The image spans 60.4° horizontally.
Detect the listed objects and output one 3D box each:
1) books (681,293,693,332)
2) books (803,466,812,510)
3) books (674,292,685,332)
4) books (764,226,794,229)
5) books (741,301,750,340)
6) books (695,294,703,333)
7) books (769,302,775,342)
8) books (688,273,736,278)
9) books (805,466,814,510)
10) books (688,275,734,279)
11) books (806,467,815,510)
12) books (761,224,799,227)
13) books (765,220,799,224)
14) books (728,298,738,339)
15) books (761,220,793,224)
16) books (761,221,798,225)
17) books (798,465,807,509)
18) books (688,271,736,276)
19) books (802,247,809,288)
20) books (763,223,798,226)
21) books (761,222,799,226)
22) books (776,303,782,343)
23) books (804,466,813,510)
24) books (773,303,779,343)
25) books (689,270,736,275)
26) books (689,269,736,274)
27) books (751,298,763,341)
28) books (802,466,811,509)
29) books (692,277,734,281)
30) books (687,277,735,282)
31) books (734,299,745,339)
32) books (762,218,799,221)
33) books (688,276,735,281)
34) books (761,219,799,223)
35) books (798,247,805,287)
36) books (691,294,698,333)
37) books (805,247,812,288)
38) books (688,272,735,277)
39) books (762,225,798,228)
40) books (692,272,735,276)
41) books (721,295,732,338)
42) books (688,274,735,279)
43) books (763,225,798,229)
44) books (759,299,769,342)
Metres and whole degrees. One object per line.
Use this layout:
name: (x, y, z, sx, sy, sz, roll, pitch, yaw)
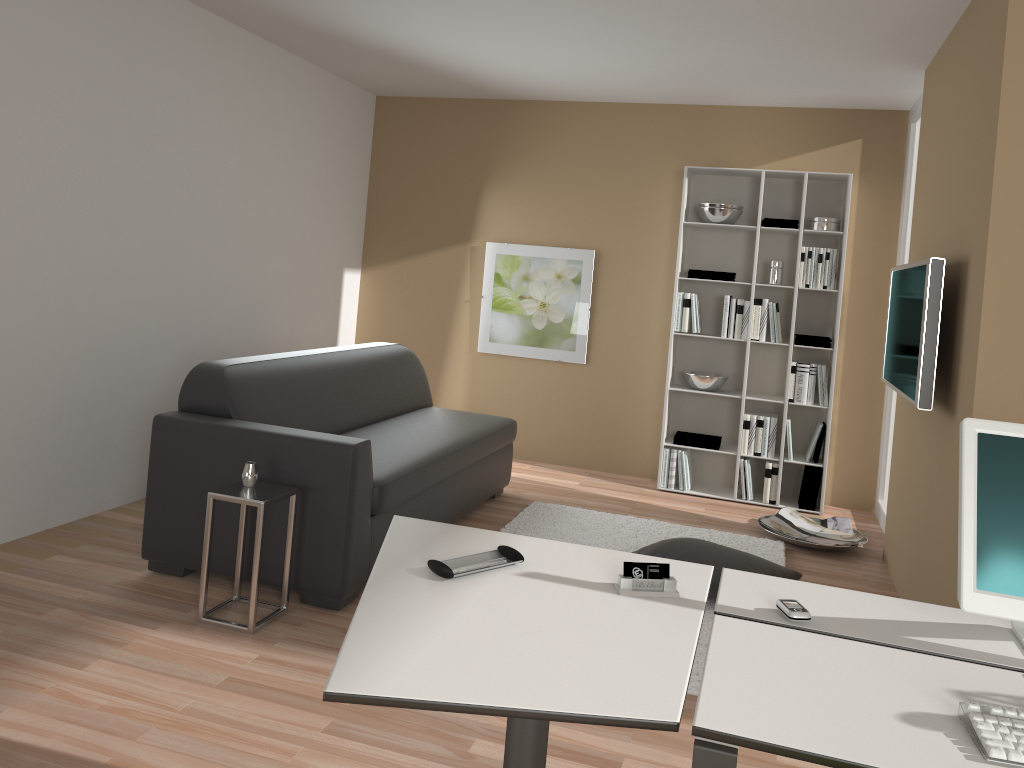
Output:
books: (1.173, -0.479, 5.889, 0.040, 0.258, 0.208, 5, 3, 16)
books: (1.893, 0.651, 5.645, 0.032, 0.268, 0.211, 5, 3, 16)
books: (1.130, -0.485, 5.908, 0.040, 0.258, 0.208, 5, 3, 16)
books: (1.750, -1.015, 5.779, 0.211, 0.007, 0.299, 6, 7, 11)
books: (1.540, -0.422, 5.789, 0.040, 0.251, 0.208, 5, 3, 16)
books: (1.247, -0.472, 5.881, 0.058, 0.257, 0.208, 5, 3, 16)
books: (1.697, -0.406, 5.749, 0.060, 0.259, 0.208, 5, 3, 16)
books: (1.334, -0.722, 5.869, 0.298, 0.006, 0.211, 7, 7, 16)
books: (1.903, 0.650, 5.642, 0.032, 0.273, 0.219, 5, 3, 16)
books: (1.330, -0.712, 5.870, 0.298, 0.007, 0.211, 7, 7, 15)
books: (1.909, 0.653, 5.641, 0.032, 0.268, 0.211, 5, 3, 16)
books: (1.753, -1.032, 5.780, 0.210, 0.007, 0.299, 6, 7, 9)
books: (1.758, -1.053, 5.777, 0.211, 0.008, 0.299, 6, 7, 11)
books: (1.460, -0.435, 5.811, 0.040, 0.258, 0.208, 5, 3, 16)
books: (1.758, -1.058, 5.777, 0.211, 0.008, 0.299, 6, 7, 11)
books: (1.752, -1.048, 5.778, 0.211, 0.006, 0.299, 7, 7, 12)
books: (1.867, 0.648, 5.653, 0.032, 0.268, 0.211, 5, 3, 16)
books: (1.336, -0.739, 5.873, 0.298, 0.008, 0.211, 7, 7, 16)
books: (1.892, -0.751, 5.686, 0.020, 0.258, 0.208, 5, 3, 16)
books: (1.753, -1.037, 5.776, 0.211, 0.006, 0.299, 6, 7, 11)
books: (1.753, -1.042, 5.776, 0.211, 0.006, 0.299, 6, 7, 11)
books: (1.742, -0.402, 5.747, 0.058, 0.257, 0.208, 5, 3, 16)
books: (1.898, 0.652, 5.644, 0.032, 0.268, 0.211, 5, 3, 16)
books: (1.721, -0.400, 5.737, 0.058, 0.257, 0.208, 5, 3, 16)
books: (1.338, -0.744, 5.867, 0.298, 0.007, 0.211, 7, 7, 16)
books: (1.339, -0.749, 5.868, 0.298, 0.006, 0.211, 7, 7, 16)
books: (1.607, -0.424, 5.778, 0.053, 0.272, 0.208, 5, 3, 16)
books: (1.887, 0.648, 5.645, 0.032, 0.272, 0.217, 5, 3, 16)
books: (1.331, -0.700, 5.870, 0.298, 0.006, 0.211, 7, 7, 16)
books: (1.329, -0.695, 5.869, 0.298, 0.007, 0.211, 7, 7, 16)
books: (1.499, -0.429, 5.794, 0.040, 0.258, 0.208, 5, 3, 16)
books: (1.755, -1.069, 5.774, 0.211, 0.006, 0.299, 6, 7, 11)
books: (1.331, -0.706, 5.869, 0.298, 0.006, 0.211, 7, 7, 16)
books: (1.753, -1.064, 5.775, 0.211, 0.007, 0.299, 6, 7, 11)
books: (1.870, -0.753, 5.685, 0.020, 0.258, 0.208, 5, 3, 16)
books: (1.221, -0.474, 5.877, 0.060, 0.259, 0.208, 5, 3, 17)
books: (1.912, -0.748, 5.677, 0.020, 0.258, 0.208, 5, 3, 16)
books: (1.333, -0.728, 5.868, 0.298, 0.006, 0.211, 7, 7, 18)
books: (1.752, -1.026, 5.778, 0.211, 0.006, 0.299, 6, 7, 11)
books: (1.335, -0.734, 5.872, 0.298, 0.008, 0.211, 7, 7, 16)
books: (1.421, -0.448, 5.823, 0.040, 0.275, 0.208, 5, 3, 16)
books: (1.334, -0.717, 5.869, 0.298, 0.006, 0.211, 7, 7, 16)
books: (1.752, -1.020, 5.778, 0.211, 0.006, 0.299, 6, 7, 11)
books: (1.653, -0.421, 5.766, 0.040, 0.275, 0.208, 5, 3, 16)
